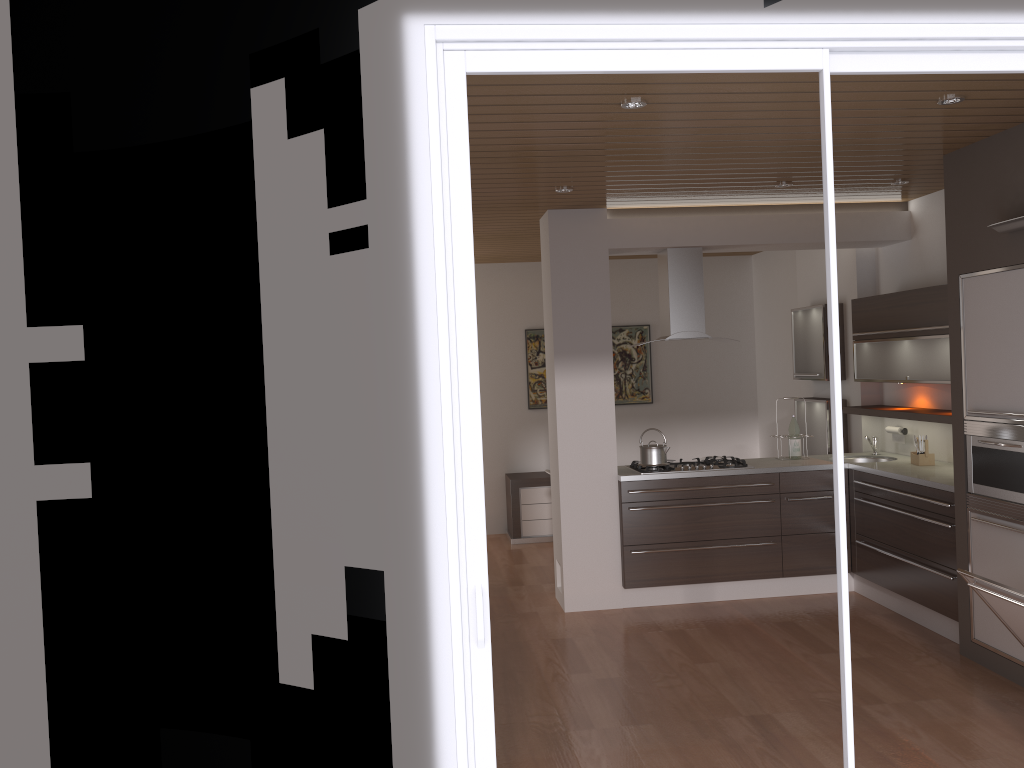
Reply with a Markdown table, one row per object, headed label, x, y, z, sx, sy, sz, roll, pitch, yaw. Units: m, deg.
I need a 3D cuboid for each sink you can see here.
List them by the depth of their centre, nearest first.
| label | x | y | z | sx | sy | sz | roll | pitch | yaw |
| --- | --- | --- | --- | --- | --- | --- | --- | --- | --- |
| sink | 2.492 | 0.549 | 6.318 | 0.450 | 0.347 | 0.494 | -2 | 1 | 0 |

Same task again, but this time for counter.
| label | x | y | z | sx | sy | sz | roll | pitch | yaw |
| --- | --- | --- | --- | --- | --- | --- | --- | --- | --- |
| counter | 1.827 | 0.589 | 5.675 | 2.150 | 0.036 | 1.850 | -3 | 1 | -6 |

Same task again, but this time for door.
| label | x | y | z | sx | sy | sz | roll | pitch | yaw |
| --- | --- | --- | --- | --- | --- | --- | --- | --- | --- |
| door | 0.954 | 0.226 | 2.585 | 2.300 | 2.700 | 0.101 | -3 | 1 | -6 |

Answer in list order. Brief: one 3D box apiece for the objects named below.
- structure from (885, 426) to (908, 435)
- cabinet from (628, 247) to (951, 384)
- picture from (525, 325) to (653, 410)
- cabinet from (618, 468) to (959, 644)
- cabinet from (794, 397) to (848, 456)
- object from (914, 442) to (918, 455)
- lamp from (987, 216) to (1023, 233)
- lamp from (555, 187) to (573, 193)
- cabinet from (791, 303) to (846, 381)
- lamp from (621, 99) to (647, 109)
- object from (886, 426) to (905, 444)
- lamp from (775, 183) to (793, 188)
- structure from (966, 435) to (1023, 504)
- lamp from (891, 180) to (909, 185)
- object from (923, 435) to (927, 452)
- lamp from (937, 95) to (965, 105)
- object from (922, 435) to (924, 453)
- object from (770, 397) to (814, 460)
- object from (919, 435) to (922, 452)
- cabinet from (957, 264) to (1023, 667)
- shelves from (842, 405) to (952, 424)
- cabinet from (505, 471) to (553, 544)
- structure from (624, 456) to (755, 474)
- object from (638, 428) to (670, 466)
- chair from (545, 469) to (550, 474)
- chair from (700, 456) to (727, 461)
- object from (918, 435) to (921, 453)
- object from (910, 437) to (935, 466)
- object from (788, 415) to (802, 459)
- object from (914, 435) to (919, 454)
| label | x | y | z | sx | sy | sz | roll | pitch | yaw |
| --- | --- | --- | --- | --- | --- | --- | --- | --- | --- |
| structure | 2.779 | 0.331 | 6.360 | 0.087 | 0.049 | 0.237 | -3 | 1 | -6 |
| cabinet | 1.872 | -0.491 | 5.717 | 2.058 | 1.032 | 1.399 | -3 | 1 | -2 |
| picture | 0.780 | -0.173 | 8.923 | 1.277 | 0.801 | 0.018 | -3 | 1 | -6 |
| cabinet | 1.847 | 1.042 | 5.684 | 2.150 | 0.870 | 1.850 | -3 | 1 | -6 |
| cabinet | 2.492 | 0.420 | 7.200 | 0.194 | 0.600 | 0.598 | -3 | 1 | -6 |
| object | 2.666 | 0.441 | 5.828 | 0.019 | 0.178 | 0.044 | -3 | 1 | -31 |
| lamp | 2.377 | -0.734 | 3.758 | 0.139 | 0.033 | 1.020 | -3 | 1 | -6 |
| lamp | 0.307 | -1.169 | 5.239 | 0.102 | 0.055 | 0.102 | -3 | 1 | -23 |
| cabinet | 2.402 | -0.326 | 7.161 | 0.172 | 0.600 | 0.619 | -3 | 1 | -20 |
| lamp | 0.486 | -1.143 | 3.550 | 0.102 | 0.055 | 0.102 | -3 | 1 | -23 |
| object | 2.754 | 0.366 | 6.373 | 0.053 | 0.119 | 0.165 | -3 | 1 | -6 |
| lamp | 1.648 | -1.229 | 5.381 | 0.102 | 0.055 | 0.102 | -3 | 1 | -34 |
| structure | 2.429 | 0.425 | 4.399 | 0.049 | 0.301 | 0.569 | -3 | 1 | -6 |
| lamp | 2.388 | -1.263 | 5.459 | 0.102 | 0.055 | 0.102 | -2 | 1 | 22 |
| object | 2.701 | 0.428 | 5.799 | 0.042 | 0.192 | 0.040 | -1 | 2 | 42 |
| lamp | 1.827 | -1.204 | 3.691 | 0.102 | 0.055 | 0.102 | -3 | 1 | -23 |
| object | 2.690 | 0.431 | 5.812 | 0.020 | 0.196 | 0.017 | -2 | 1 | 17 |
| object | 2.045 | 0.320 | 6.487 | 0.291 | 0.453 | 0.210 | -2 | 1 | -1 |
| object | 2.683 | 0.431 | 5.821 | 0.018 | 0.196 | 0.022 | -3 | 1 | -4 |
| cabinet | 2.570 | 0.408 | 3.815 | 1.047 | 1.948 | 1.796 | -3 | 1 | -6 |
| shelves | 2.738 | 0.203 | 5.766 | 0.313 | 0.050 | 1.850 | -3 | 1 | -6 |
| cabinet | 0.815 | 1.158 | 8.670 | 1.740 | 0.608 | 0.540 | -3 | 1 | -6 |
| structure | 1.237 | 0.563 | 6.247 | 0.797 | 0.047 | 0.494 | -3 | 1 | -6 |
| object | 0.970 | 0.429 | 6.100 | 0.221 | 0.251 | 0.221 | -3 | 1 | -13 |
| chair | 0.579 | 1.083 | 6.934 | 0.608 | 0.847 | 0.491 | -2 | 1 | -1 |
| chair | 1.492 | 1.038 | 7.220 | 0.608 | 0.847 | 0.491 | -3 | 1 | -36 |
| object | 2.670 | 0.433 | 5.802 | 0.023 | 0.196 | 0.018 | -3 | 1 | -4 |
| object | 2.706 | 0.444 | 5.848 | 0.100 | 0.170 | 0.173 | -2 | 1 | 6 |
| object | 2.049 | 0.385 | 6.435 | 0.091 | 0.319 | 0.091 | -2 | 1 | 29 |
| object | 2.652 | 0.430 | 5.803 | 0.042 | 0.192 | 0.040 | -2 | 1 | 41 |
